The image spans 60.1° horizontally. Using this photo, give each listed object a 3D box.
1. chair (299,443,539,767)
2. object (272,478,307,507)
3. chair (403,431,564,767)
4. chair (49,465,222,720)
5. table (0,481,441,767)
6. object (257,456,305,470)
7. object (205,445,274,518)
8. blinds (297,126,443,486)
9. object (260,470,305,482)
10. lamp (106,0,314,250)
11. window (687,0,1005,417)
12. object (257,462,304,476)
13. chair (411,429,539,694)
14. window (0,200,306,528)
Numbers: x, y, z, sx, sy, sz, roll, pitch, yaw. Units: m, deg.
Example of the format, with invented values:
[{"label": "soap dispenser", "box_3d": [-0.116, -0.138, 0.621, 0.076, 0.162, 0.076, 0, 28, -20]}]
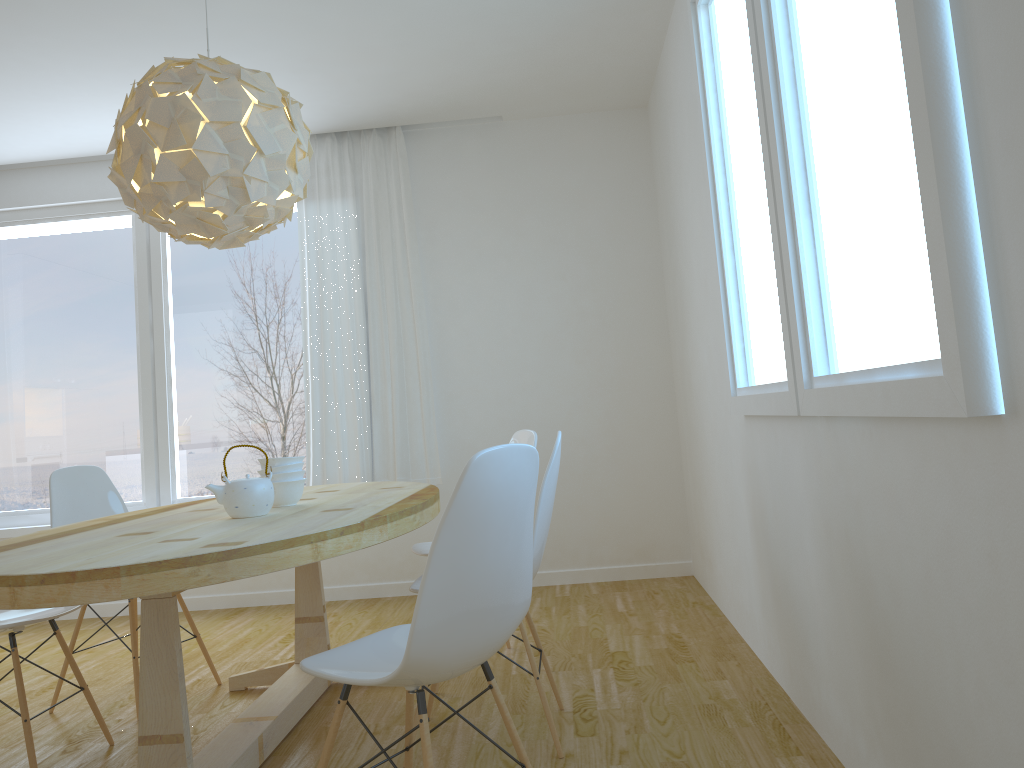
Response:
[{"label": "chair", "box_3d": [-0.188, 0.594, 1.887, 0.521, 0.907, 0.429, -8, -6, 33]}, {"label": "object", "box_3d": [-0.747, 0.357, 2.896, 0.151, 0.083, 0.152, -7, -4, 42]}, {"label": "chair", "box_3d": [-0.071, 0.616, 2.727, 0.523, 0.907, 0.427, -5, -5, 3]}, {"label": "chair", "box_3d": [-1.502, 0.759, 3.453, 0.522, 0.907, 0.428, -7, -5, 23]}, {"label": "table", "box_3d": [-0.813, 0.765, 2.769, 1.193, 0.729, 2.180, -5, -3, 2]}, {"label": "object", "box_3d": [-0.756, 0.282, 2.908, 0.151, 0.087, 0.151, -6, -4, 31]}, {"label": "object", "box_3d": [-0.796, 0.285, 2.616, 0.177, 0.213, 0.146, -5, -5, 2]}, {"label": "blinds", "box_3d": [-0.870, -0.475, 5.108, 0.794, 2.173, 0.149, -5, -6, 3]}, {"label": "object", "box_3d": [-0.752, 0.334, 2.901, 0.150, 0.093, 0.152, -7, -4, 42]}, {"label": "lamp", "box_3d": [-1.012, -1.002, 2.961, 0.647, 1.142, 0.636, -5, -5, 2]}, {"label": "window", "box_3d": [-0.501, -0.370, 2.345, 2.548, 2.066, 1.871, -5, -4, 3]}, {"label": "object", "box_3d": [-0.756, 0.310, 2.904, 0.150, 0.096, 0.151, -6, -3, 20]}, {"label": "chair", "box_3d": [-0.147, 0.651, 3.482, 0.523, 0.907, 0.427, -3, -5, -22]}, {"label": "window", "box_3d": [-2.153, -0.178, 5.351, 2.725, 1.930, 0.088, -5, -6, 3]}]
